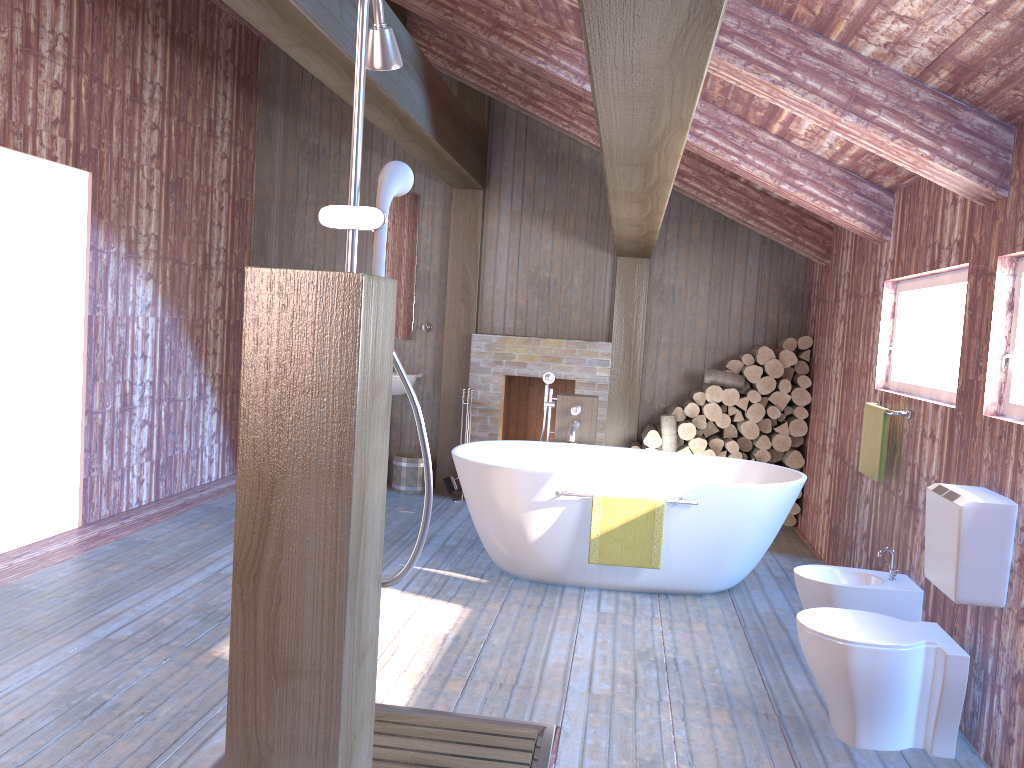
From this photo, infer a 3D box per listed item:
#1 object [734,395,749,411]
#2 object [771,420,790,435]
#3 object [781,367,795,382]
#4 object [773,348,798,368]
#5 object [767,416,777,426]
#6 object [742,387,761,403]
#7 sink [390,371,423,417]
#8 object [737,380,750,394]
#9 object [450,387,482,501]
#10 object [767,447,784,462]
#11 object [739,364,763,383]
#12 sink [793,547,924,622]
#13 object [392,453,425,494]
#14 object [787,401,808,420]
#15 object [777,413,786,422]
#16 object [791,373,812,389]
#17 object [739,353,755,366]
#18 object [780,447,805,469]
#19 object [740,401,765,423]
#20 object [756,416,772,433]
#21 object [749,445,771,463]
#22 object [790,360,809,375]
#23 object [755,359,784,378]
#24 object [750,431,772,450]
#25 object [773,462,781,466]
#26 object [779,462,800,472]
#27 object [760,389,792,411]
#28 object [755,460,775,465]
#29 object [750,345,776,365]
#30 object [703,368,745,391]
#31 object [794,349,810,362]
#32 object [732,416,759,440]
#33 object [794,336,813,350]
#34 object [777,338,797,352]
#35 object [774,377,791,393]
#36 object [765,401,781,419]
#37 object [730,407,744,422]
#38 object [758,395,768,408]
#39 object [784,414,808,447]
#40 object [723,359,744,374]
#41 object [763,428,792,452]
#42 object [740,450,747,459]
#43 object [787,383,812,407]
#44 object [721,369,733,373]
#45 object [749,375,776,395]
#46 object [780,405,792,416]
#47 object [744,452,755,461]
[{"bbox_3d":[1.734,0.142,6.801,0.109,0.124,0.424,4,4,7],"label":"object"},{"bbox_3d":[2.032,0.309,6.775,0.115,0.112,0.423,4,4,8],"label":"object"},{"bbox_3d":[2.089,-0.086,6.846,0.132,0.119,0.319,4,4,9],"label":"object"},{"bbox_3d":[2.072,-0.197,6.761,0.133,0.142,0.456,4,4,8],"label":"object"},{"bbox_3d":[1.976,0.279,6.767,0.065,0.069,0.177,4,4,7],"label":"object"},{"bbox_3d":[1.826,0.078,6.785,0.102,0.109,0.438,4,4,8],"label":"object"},{"bbox_3d":[-1.084,0.279,7.224,0.582,1.143,0.475,4,4,7],"label":"sink"},{"bbox_3d":[1.773,0.005,6.889,0.121,0.124,0.291,4,4,8],"label":"object"},{"bbox_3d":[-0.385,0.461,7.039,0.333,0.888,0.276,0,5,-41],"label":"object"},{"bbox_3d":[2.020,0.535,6.890,0.118,0.106,0.319,4,4,5],"label":"object"},{"bbox_3d":[1.821,-0.092,6.798,0.139,0.148,0.458,4,4,8],"label":"object"},{"bbox_3d":[1.512,0.970,3.947,0.515,0.517,0.335,4,4,8],"label":"sink"},{"bbox_3d":[-0.815,0.723,7.189,0.309,0.290,0.308,5,4,18],"label":"object"},{"bbox_3d":[2.164,0.198,6.751,0.102,0.109,0.438,4,4,8],"label":"object"},{"bbox_3d":[2.037,0.246,6.758,0.067,0.069,0.177,4,4,7],"label":"object"},{"bbox_3d":[2.182,-0.032,6.735,0.102,0.109,0.438,4,4,8],"label":"object"},{"bbox_3d":[1.790,-0.190,6.767,0.094,0.097,0.227,4,4,8],"label":"object"},{"bbox_3d":[2.123,0.547,6.798,0.139,0.137,0.455,4,4,6],"label":"object"},{"bbox_3d":[1.841,0.207,6.794,0.136,0.157,0.439,4,4,8],"label":"object"},{"bbox_3d":[1.906,0.300,6.777,0.111,0.118,0.302,4,4,7],"label":"object"},{"bbox_3d":[1.891,0.536,6.777,0.116,0.117,0.289,4,4,5],"label":"object"},{"bbox_3d":[2.190,-0.130,6.765,0.107,0.115,0.269,4,4,9],"label":"object"},{"bbox_3d":[1.958,-0.128,6.760,0.141,0.143,0.437,4,4,6],"label":"object"},{"bbox_3d":[1.896,0.428,6.775,0.114,0.113,0.301,4,4,5],"label":"object"},{"bbox_3d":[2.056,0.654,6.841,0.088,0.092,0.280,4,4,7],"label":"object"},{"bbox_3d":[2.137,0.652,6.836,0.114,0.113,0.301,4,4,5],"label":"object"},{"bbox_3d":[2.013,0.115,6.795,0.172,0.151,0.482,4,4,9],"label":"object"},{"bbox_3d":[1.950,0.653,6.812,0.138,0.147,0.440,4,4,8],"label":"object"},{"bbox_3d":[1.914,-0.224,6.778,0.135,0.139,0.456,4,4,8],"label":"object"},{"bbox_3d":[1.605,-0.037,6.708,0.302,0.157,0.121,4,4,8],"label":"object"},{"bbox_3d":[2.207,-0.226,6.773,0.081,0.100,0.281,4,4,7],"label":"object"},{"bbox_3d":[1.791,0.328,6.807,0.141,0.143,0.437,4,4,6],"label":"object"},{"bbox_3d":[2.206,-0.311,6.753,0.112,0.113,0.271,4,4,7],"label":"object"},{"bbox_3d":[2.099,-0.294,6.767,0.104,0.121,0.270,4,4,8],"label":"object"},{"bbox_3d":[2.048,0.002,6.753,0.089,0.106,0.437,4,4,8],"label":"object"},{"bbox_3d":[1.969,0.195,6.774,0.102,0.109,0.438,4,4,8],"label":"object"},{"bbox_3d":[1.734,0.232,6.813,0.085,0.096,0.280,4,4,8],"label":"object"},{"bbox_3d":[1.895,0.131,6.760,0.095,0.090,0.278,4,4,9],"label":"object"},{"bbox_3d":[2.144,0.363,6.773,0.137,0.256,0.439,4,4,8],"label":"object"},{"bbox_3d":[1.715,-0.132,6.889,0.140,0.121,0.319,4,4,9],"label":"object"},{"bbox_3d":[2.026,0.425,6.790,0.137,0.133,0.437,4,4,6],"label":"object"},{"bbox_3d":[1.772,0.547,6.808,0.054,0.056,0.146,4,4,8],"label":"object"},{"bbox_3d":[2.163,0.079,6.748,0.147,0.152,0.439,4,4,8],"label":"object"},{"bbox_3d":[1.657,-0.051,6.900,0.113,0.130,0.291,4,4,8],"label":"object"},{"bbox_3d":[1.910,0.005,6.774,0.143,0.151,0.440,4,4,8],"label":"object"},{"bbox_3d":[2.108,0.192,6.803,0.088,0.092,0.280,4,4,8],"label":"object"},{"bbox_3d":[1.800,0.583,6.819,0.115,0.112,0.423,4,4,8],"label":"object"}]
